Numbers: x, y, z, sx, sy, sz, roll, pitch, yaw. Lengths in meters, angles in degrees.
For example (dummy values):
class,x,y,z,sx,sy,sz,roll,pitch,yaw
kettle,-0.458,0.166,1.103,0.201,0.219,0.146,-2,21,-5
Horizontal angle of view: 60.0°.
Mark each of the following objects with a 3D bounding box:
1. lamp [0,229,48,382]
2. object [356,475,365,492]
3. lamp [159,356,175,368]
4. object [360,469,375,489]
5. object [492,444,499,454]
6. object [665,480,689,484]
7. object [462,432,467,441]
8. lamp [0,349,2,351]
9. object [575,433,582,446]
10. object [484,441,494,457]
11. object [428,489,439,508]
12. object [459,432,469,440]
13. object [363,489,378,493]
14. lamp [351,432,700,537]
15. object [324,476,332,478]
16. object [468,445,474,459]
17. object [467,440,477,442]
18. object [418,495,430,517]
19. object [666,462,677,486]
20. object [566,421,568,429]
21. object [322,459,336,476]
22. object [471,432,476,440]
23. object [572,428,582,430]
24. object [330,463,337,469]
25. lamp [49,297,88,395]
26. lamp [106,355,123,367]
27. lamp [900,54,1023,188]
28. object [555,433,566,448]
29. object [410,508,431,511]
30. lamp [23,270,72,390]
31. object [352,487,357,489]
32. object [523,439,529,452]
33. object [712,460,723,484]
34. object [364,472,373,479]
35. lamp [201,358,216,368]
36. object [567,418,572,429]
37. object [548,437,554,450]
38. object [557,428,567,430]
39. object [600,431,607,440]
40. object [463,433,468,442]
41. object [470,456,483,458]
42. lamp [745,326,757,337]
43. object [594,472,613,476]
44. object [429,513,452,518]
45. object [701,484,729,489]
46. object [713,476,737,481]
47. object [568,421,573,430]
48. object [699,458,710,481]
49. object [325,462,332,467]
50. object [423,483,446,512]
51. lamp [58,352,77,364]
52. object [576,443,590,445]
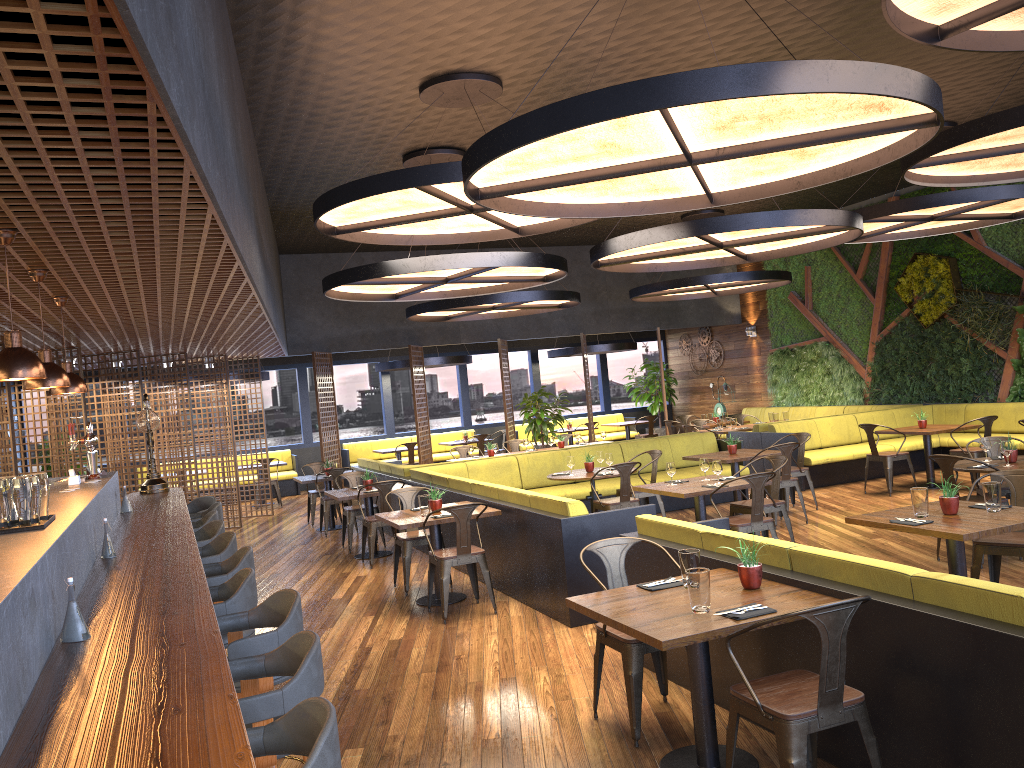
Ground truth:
class,x,y,z,sx,sy,sz,roll,pitch,yaw
lamp,-2.272,-0.354,4.014,0.250,0.673,0.250,-5,0,11
object,-1.716,1.133,10.058,0.102,0.178,0.102,-5,0,-36
lamp,-5.167,-0.322,13.295,0.228,0.172,0.228,-5,0,-22
object,-1.662,1.082,10.288,0.260,0.271,0.238,-5,0,-20
object,-0.246,0.996,13.238,0.097,0.206,0.097,-5,0,24
object,1.553,0.911,8.295,0.157,0.019,0.255,-5,0,-21
object,-0.982,1.090,18.445,0.102,0.178,0.102,-5,0,-36
lamp,-5.597,-0.293,9.767,0.228,0.172,0.228,-5,0,-22
object,1.062,0.879,14.120,0.097,0.206,0.097,-5,0,24
object,-0.332,0.969,13.436,0.238,0.271,0.260,-5,0,0
object,-0.695,1.033,7.920,0.102,0.178,0.102,-5,0,-36
object,-0.957,1.041,18.272,0.238,0.271,0.260,-5,0,0
object,-1.576,1.200,9.955,0.255,0.019,0.157,-5,0,-22
lamp,-2.023,0.662,12.297,9.057,2.714,3.017,-5,0,-21
object,-2.564,1.298,12.474,0.255,0.019,0.157,-5,0,-22
object,-0.622,1.032,13.453,0.097,0.206,0.097,-5,0,24
object,-0.831,1.155,17.959,0.255,0.019,0.157,-5,0,-22
object,-0.742,1.036,7.536,0.102,0.178,0.102,-5,0,14
object,1.463,0.824,8.141,0.097,0.206,0.097,-5,0,-30
object,1.223,0.890,19.316,0.102,0.178,0.102,-5,0,-36
object,-2.639,1.180,12.778,0.260,0.271,0.238,-5,0,-20
object,-0.790,1.072,18.253,0.102,0.178,0.102,-5,0,-36
object,1.374,0.955,18.831,0.255,0.019,0.157,-5,0,-22
object,-2.543,1.217,12.656,0.102,0.178,0.102,-5,0,-16
lamp,-3.135,-0.268,6.212,0.250,0.673,0.250,-5,0,11
lamp,-5.407,-0.304,12.096,0.228,0.172,0.228,-5,0,-22
lamp,4.690,-2.542,7.353,2.778,1.159,2.778,-5,0,-44
object,0.756,0.871,13.867,0.238,0.271,0.260,-5,0,0
object,-0.793,1.123,8.049,0.255,0.019,0.157,-5,0,-22
lamp,-2.693,-0.312,5.087,0.250,0.673,0.250,-5,0,11
object,-1.779,1.221,10.561,0.255,0.019,0.157,-5,0,-22
object,0.220,0.955,13.787,0.097,0.206,0.097,-5,0,24
object,1.839,0.789,7.926,0.097,0.206,0.097,-5,0,-30
object,-1.681,1.131,10.432,0.102,0.178,0.102,-5,0,-36
lamp,-4.956,-0.338,14.513,0.228,0.172,0.228,-5,0,-22
object,1.228,0.842,19.133,0.238,0.271,0.260,-5,0,0
object,0.596,0.920,13.571,0.097,0.206,0.097,-5,0,24
object,1.125,0.979,19.445,0.255,0.019,0.157,-5,0,-22
object,1.438,0.843,13.905,0.097,0.206,0.097,-5,0,24
object,-0.944,1.086,18.088,0.102,0.178,0.102,-5,0,-36
object,-0.532,1.118,13.607,0.157,0.019,0.255,-5,0,-21
lamp,5.056,-1.107,18.869,0.189,0.215,0.215,-5,0,-22
object,0.980,0.967,9.574,0.157,0.019,0.255,-5,0,-15
object,-0.590,1.102,7.443,0.255,0.019,0.157,-5,0,-22
object,1.766,0.890,7.771,0.157,0.019,0.255,-5,0,-21
object,1.958,0.873,8.183,0.255,0.019,0.157,-5,0,-21
object,1.262,0.885,18.959,0.102,0.178,0.102,-5,0,-36
object,1.797,0.794,8.265,0.097,0.206,0.097,-5,0,-21
object,-2.669,1.229,12.951,0.102,0.178,0.102,-5,0,-6
object,-0.678,0.985,7.750,0.238,0.271,0.260,-5,0,0
lamp,-5.465,-0.302,10.947,0.228,0.172,0.228,-5,0,-22
object,1.152,0.965,14.274,0.157,0.019,0.255,-5,0,-21
